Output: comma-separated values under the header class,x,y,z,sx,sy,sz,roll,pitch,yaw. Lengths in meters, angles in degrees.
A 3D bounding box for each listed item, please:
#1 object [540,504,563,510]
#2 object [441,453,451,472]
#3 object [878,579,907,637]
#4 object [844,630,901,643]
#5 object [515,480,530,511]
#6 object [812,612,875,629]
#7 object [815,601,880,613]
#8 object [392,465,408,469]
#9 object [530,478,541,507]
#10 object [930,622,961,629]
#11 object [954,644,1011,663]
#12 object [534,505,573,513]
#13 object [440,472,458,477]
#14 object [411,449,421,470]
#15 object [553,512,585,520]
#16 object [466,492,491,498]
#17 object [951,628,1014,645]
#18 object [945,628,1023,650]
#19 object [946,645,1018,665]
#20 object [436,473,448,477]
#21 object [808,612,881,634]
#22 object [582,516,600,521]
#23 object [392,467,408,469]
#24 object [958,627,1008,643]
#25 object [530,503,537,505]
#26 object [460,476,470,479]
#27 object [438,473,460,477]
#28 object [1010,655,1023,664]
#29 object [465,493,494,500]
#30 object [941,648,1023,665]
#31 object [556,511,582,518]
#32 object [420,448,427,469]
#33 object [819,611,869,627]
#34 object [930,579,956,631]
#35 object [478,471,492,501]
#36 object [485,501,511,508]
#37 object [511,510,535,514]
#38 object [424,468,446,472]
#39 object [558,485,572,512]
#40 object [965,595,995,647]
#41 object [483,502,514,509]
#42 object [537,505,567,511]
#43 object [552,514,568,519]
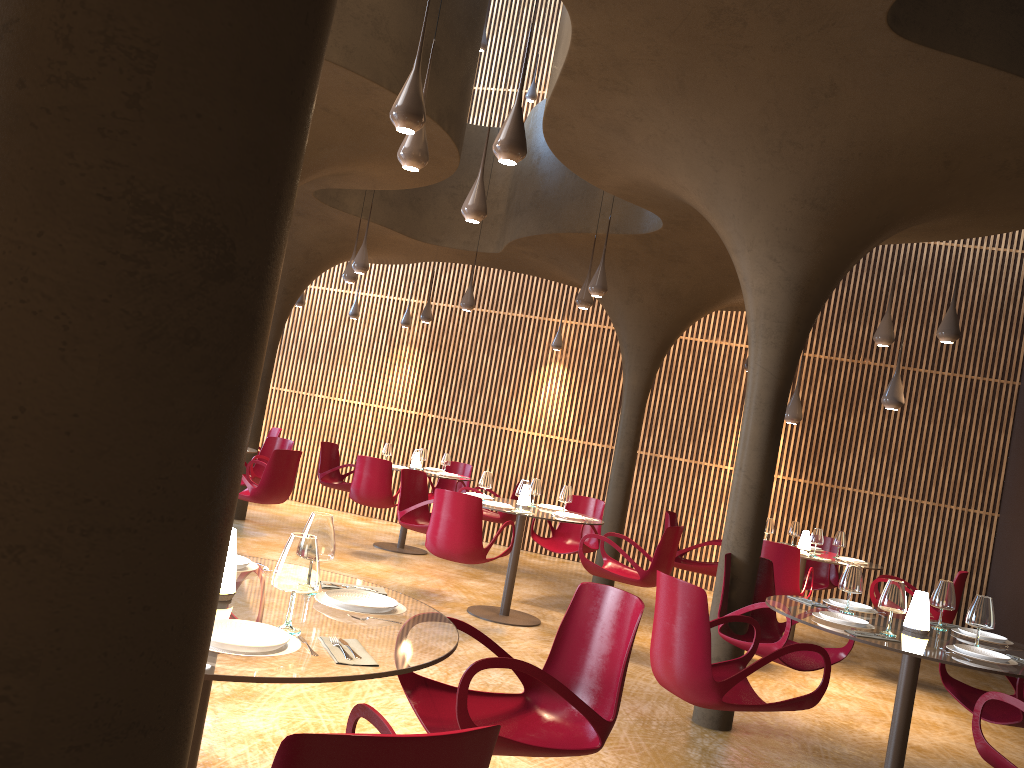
class,x,y,z,sx,sy,sz,roll,pitch,yaw
object,0.430,1.320,9.482,0.263,0.029,0.264,9,-3,18
object,-0.931,1.120,12.431,0.142,0.295,0.141,11,-2,-30
object,2.054,1.208,4.790,0.141,0.295,0.142,9,-2,22
object,1.873,1.312,4.608,0.262,0.017,0.126,11,-3,-11
object,0.105,1.085,8.647,0.142,0.295,0.142,10,-2,8
object,1.833,1.315,4.908,0.332,0.014,0.332,10,-3,2
object,2.137,1.410,5.596,0.411,0.012,0.204,11,-3,-20
object,-1.523,1.111,11.856,0.263,0.029,0.264,9,-3,22
object,0.238,1.153,9.405,0.142,0.295,0.141,12,-3,-41
object,2.736,1.521,5.572,0.262,0.017,0.126,11,-3,-15
object,2.414,1.388,4.556,0.263,0.029,0.263,10,-3,2
object,0.433,1.332,9.480,0.410,0.012,0.205,9,-4,23
object,-0.871,1.247,12.210,0.263,0.029,0.263,10,-3,-5
object,-1.295,1.028,11.962,0.142,0.295,0.142,10,-2,9
object,0.563,1.315,8.812,0.333,0.014,0.331,13,-4,-40
object,-0.354,1.170,9.290,0.263,0.029,0.264,9,-4,24
object,2.797,1.507,5.275,0.331,0.014,0.333,8,-4,34
object,2.799,1.509,5.271,0.204,0.012,0.410,11,-3,-19
object,2.412,1.397,4.556,0.332,0.014,0.332,10,-3,-1
object,-0.874,1.257,12.205,0.204,0.012,0.412,9,-4,23
object,1.832,1.316,4.912,0.204,0.012,0.410,11,-3,-15
object,0.753,1.369,9.042,0.261,0.017,0.127,8,-4,37
object,-1.524,1.120,11.855,0.331,0.014,0.332,10,-3,6
object,2.798,1.498,5.276,0.263,0.029,0.263,12,-4,-24
object,0.171,1.300,9.636,0.126,0.017,0.262,8,-4,27
object,-0.725,1.305,12.470,0.261,0.017,0.127,8,-4,27
object,-0.873,1.256,12.209,0.331,0.014,0.333,7,-4,40
object,2.695,1.460,4.644,0.126,0.017,0.262,11,-3,-20
object,-0.356,1.180,9.290,0.331,0.014,0.333,7,-4,43
object,2.408,1.398,4.554,0.411,0.012,0.204,12,-4,-25
object,0.565,1.306,8.812,0.262,0.029,0.264,9,-4,24
object,-1.293,1.073,12.733,0.142,0.295,0.142,9,-2,16
object,1.835,1.306,4.908,0.263,0.029,0.263,12,-4,-27
object,2.617,1.343,5.388,0.141,0.295,0.142,9,-2,29
object,-0.273,1.042,9.069,0.142,0.295,0.141,12,-2,-35
object,-0.138,1.167,8.579,0.262,0.029,0.264,8,-4,35
object,0.104,1.218,8.405,0.126,0.017,0.262,8,-4,32
object,-1.120,1.249,12.846,0.331,0.014,0.332,9,-3,14
object,0.543,1.186,9.045,0.142,0.295,0.142,10,-2,-9
object,2.520,1.290,4.776,0.142,0.295,0.142,10,-2,1
object,-0.139,1.177,8.578,0.331,0.014,0.332,10,-3,6
object,0.429,1.330,9.482,0.332,0.014,0.332,10,-3,-1
object,0.561,1.316,8.807,0.204,0.012,0.412,8,-4,33
